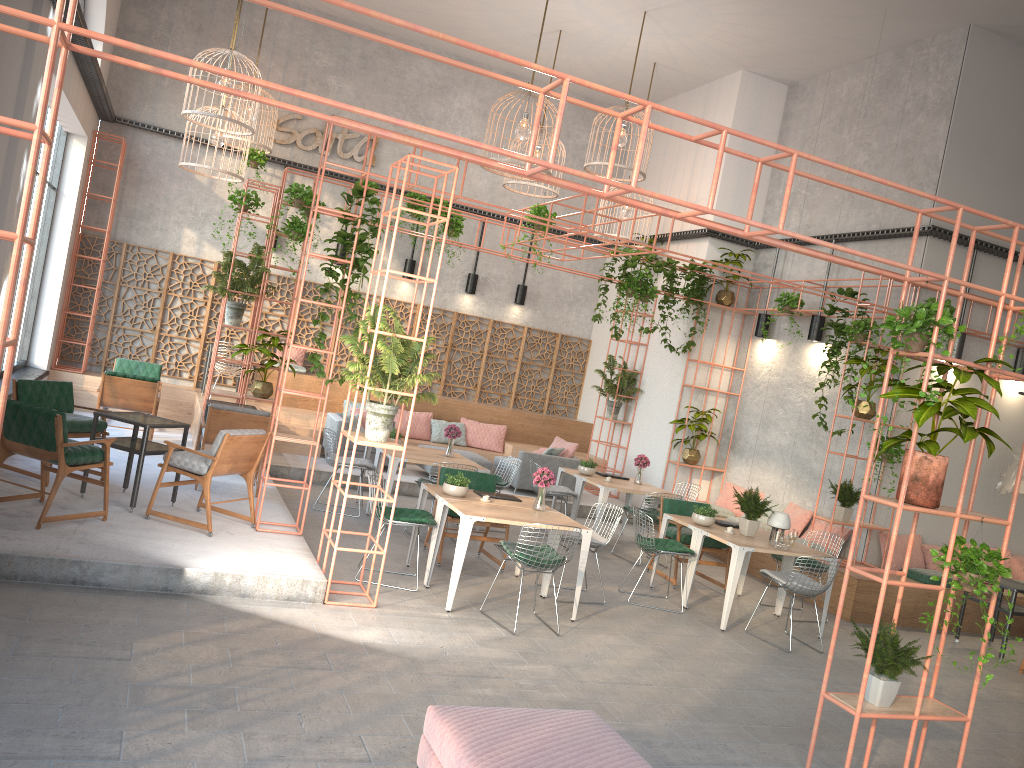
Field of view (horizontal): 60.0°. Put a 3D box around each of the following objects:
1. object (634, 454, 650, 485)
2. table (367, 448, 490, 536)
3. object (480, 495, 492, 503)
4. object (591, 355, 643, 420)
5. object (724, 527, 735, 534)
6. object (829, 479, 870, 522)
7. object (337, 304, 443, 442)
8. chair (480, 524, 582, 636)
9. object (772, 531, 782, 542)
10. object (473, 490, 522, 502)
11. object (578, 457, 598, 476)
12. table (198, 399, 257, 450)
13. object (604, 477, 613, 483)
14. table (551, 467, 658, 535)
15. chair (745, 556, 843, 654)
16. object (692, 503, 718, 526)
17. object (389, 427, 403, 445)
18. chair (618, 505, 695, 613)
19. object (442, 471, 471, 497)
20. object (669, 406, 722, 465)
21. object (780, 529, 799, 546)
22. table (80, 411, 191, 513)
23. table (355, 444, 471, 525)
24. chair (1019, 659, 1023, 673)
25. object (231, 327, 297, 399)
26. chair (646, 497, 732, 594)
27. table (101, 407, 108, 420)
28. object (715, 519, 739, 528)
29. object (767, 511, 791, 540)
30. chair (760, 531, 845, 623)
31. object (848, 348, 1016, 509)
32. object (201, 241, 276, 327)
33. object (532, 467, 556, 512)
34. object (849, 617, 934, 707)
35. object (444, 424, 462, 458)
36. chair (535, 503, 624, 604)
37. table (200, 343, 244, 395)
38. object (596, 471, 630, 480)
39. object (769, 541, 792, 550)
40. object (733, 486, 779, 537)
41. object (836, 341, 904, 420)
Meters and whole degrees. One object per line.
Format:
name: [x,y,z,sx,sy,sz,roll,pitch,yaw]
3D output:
object: [1.749,1.160,12.072,0.225,0.414,0.213,10,2,-29]
table: [-1.006,1.301,10.586,1.214,0.830,0.694,10,2,-22]
object: [-0.245,1.070,8.293,0.115,0.073,0.115,10,2,-27]
object: [1.797,0.060,15.225,0.900,1.097,0.894,11,1,8]
object: [2.249,1.504,9.153,0.115,0.078,0.115,10,1,-16]
object: [4.017,1.392,10.711,0.368,0.527,0.438,10,2,-21]
object: [-1.027,-0.086,7.241,0.900,1.100,0.894,11,1,8]
chair: [0.168,1.560,7.464,0.565,0.941,0.717,10,2,-25]
object: [2.694,1.564,9.030,0.095,0.119,0.095,11,1,3]
object: [-0.144,1.102,8.694,0.427,0.031,0.268,10,2,-22]
object: [1.021,1.108,11.965,0.254,0.247,0.248,10,2,-22]
table: [-3.478,0.650,10.796,0.602,0.798,0.635,10,2,-22]
object: [1.274,1.253,11.695,0.115,0.078,0.115,10,1,-16]
table: [1.246,1.691,12.235,1.205,0.830,0.694,10,2,-22]
chair: [2.709,2.021,8.503,0.565,0.941,0.717,10,2,-25]
object: [2.027,1.368,9.340,0.254,0.247,0.248,10,2,-22]
object: [-1.481,0.654,10.961,0.252,0.247,0.247,10,2,-22]
chair: [1.501,1.775,9.086,0.717,0.941,0.565,11,1,-5]
object: [-0.518,0.931,8.302,0.252,0.247,0.247,10,2,-22]
object: [2.814,0.783,13.832,0.903,0.919,0.934,12,2,40]
object: [2.880,1.583,9.140,0.210,0.154,0.165,10,2,-32]
table: [-3.510,0.708,8.256,0.635,0.798,0.602,11,2,18]
table: [-1.257,1.237,11.230,1.205,0.830,0.694,10,2,-22]
chair: [5.750,2.604,8.928,0.722,0.929,0.685,10,2,-22]
object: [-3.199,-0.280,11.367,0.903,0.923,0.934,12,2,35]
chair: [2.094,1.861,10.322,0.722,0.917,0.685,10,2,-22]
table: [-5.150,0.301,11.909,0.602,0.798,0.635,10,2,-22]
object: [2.402,1.539,9.732,0.427,0.031,0.268,10,2,-22]
object: [2.772,1.488,9.234,0.241,0.313,0.241,11,2,23]
chair: [3.197,2.082,9.776,0.717,0.941,0.565,10,2,-20]
object: [2.498,0.257,5.322,0.924,0.946,0.923,12,2,35]
object: [-3.458,-1.283,11.356,0.900,1.101,0.894,12,2,33]
object: [0.283,0.986,8.341,0.225,0.414,0.213,10,2,-29]
object: [2.279,1.705,5.457,0.368,0.527,0.438,10,2,-21]
object: [-0.759,0.704,11.065,0.225,0.414,0.213,10,2,-29]
chair: [0.656,1.621,8.737,0.717,0.941,0.565,10,2,-20]
table: [-4.556,-0.197,14.054,0.602,0.798,0.635,10,2,-22]
object: [1.395,1.279,12.357,0.427,0.031,0.268,10,2,-22]
object: [2.658,1.603,8.791,0.218,0.041,0.218,11,1,-13]
object: [2.474,1.311,9.219,0.368,0.527,0.438,10,2,-21]
object: [4.254,-0.053,10.549,0.903,0.947,0.934,12,2,30]
